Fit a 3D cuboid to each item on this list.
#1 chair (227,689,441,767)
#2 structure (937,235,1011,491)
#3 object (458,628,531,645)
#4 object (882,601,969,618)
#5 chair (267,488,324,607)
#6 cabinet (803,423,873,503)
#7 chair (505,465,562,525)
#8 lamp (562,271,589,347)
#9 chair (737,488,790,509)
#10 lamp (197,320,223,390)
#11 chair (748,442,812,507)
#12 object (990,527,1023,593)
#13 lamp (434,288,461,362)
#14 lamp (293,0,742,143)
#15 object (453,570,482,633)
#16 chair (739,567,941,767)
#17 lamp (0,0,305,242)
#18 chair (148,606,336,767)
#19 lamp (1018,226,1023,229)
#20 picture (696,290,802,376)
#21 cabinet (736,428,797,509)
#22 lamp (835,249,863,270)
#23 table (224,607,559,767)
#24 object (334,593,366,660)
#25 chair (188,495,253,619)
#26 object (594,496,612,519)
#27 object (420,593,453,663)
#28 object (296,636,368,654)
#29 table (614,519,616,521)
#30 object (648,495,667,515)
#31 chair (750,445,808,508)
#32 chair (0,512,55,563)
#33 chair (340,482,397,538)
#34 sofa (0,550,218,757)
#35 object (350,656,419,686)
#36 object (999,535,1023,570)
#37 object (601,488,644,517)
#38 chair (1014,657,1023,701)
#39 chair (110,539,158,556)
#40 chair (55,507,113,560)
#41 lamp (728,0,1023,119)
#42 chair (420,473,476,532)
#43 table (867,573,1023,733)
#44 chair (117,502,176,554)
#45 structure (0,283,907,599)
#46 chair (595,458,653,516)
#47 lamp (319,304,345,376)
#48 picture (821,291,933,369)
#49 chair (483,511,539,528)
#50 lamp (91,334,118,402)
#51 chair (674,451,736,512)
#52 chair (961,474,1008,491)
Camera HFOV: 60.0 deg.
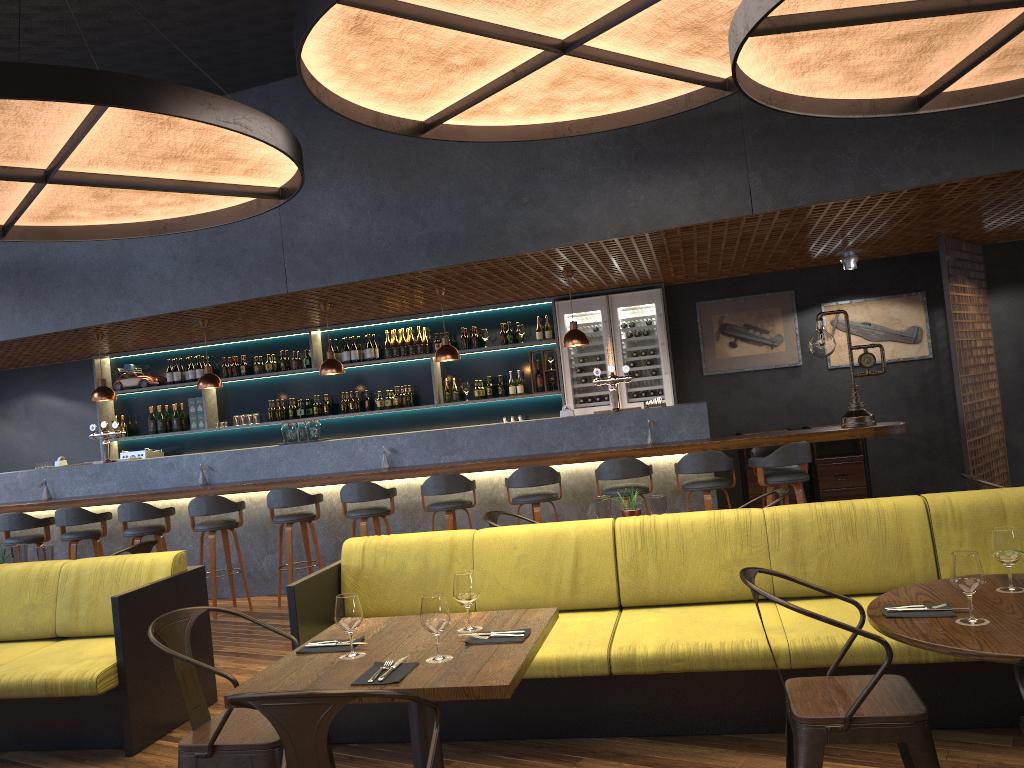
[{"bbox_3d":[-0.429,1.192,2.372,0.504,0.917,0.541,-6,-1,12],"label":"chair"},{"bbox_3d":[4.519,-0.055,8.616,0.050,2.700,1.319,-7,-2,42],"label":"structure"},{"bbox_3d":[-0.069,0.860,3.031,0.255,0.019,0.157,-6,-1,12],"label":"object"},{"bbox_3d":[1.308,0.712,2.808,0.255,0.019,0.157,-6,-2,19],"label":"object"},{"bbox_3d":[-1.865,1.416,7.794,0.483,1.048,0.438,-5,-2,-17],"label":"chair"},{"bbox_3d":[3.386,0.929,9.203,0.553,1.007,0.473,-6,-1,12],"label":"cabinet"},{"bbox_3d":[0.204,1.190,7.363,0.483,1.048,0.438,-7,-2,26],"label":"chair"},{"bbox_3d":[0.541,-0.681,8.027,0.250,0.673,0.250,-7,-2,44],"label":"lamp"},{"bbox_3d":[1.356,1.077,5.073,0.541,0.917,0.504,-6,-1,12],"label":"chair"},{"bbox_3d":[-3.020,-0.292,8.779,0.250,0.673,0.250,-7,-2,44],"label":"lamp"},{"bbox_3d":[2.127,0.978,6.905,0.483,1.048,0.438,-6,-1,4],"label":"chair"},{"bbox_3d":[1.655,0.585,2.960,0.097,0.206,0.097,-5,-2,-36],"label":"object"},{"bbox_3d":[-0.635,-0.552,8.275,0.250,0.673,0.250,-7,-2,44],"label":"lamp"},{"bbox_3d":[0.221,-2.293,4.714,2.778,1.159,2.778,-5,-2,-28],"label":"lamp"},{"bbox_3d":[-0.161,0.780,3.187,0.097,0.206,0.097,-6,-1,4],"label":"object"},{"bbox_3d":[1.060,1.050,2.858,0.541,0.917,0.504,-6,-1,12],"label":"chair"},{"bbox_3d":[-2.642,-1.812,4.919,2.778,1.475,2.778,-5,-2,-24],"label":"lamp"},{"bbox_3d":[-0.966,1.269,3.190,0.541,0.917,0.504,-6,-1,12],"label":"chair"},{"bbox_3d":[4.807,-1.383,8.123,0.228,0.172,0.228,-6,-1,12],"label":"lamp"},{"bbox_3d":[2.562,-0.549,9.609,1.039,0.809,0.028,-6,-1,12],"label":"picture"},{"bbox_3d":[2.710,1.003,9.346,0.553,1.007,0.473,-6,-1,12],"label":"cabinet"},{"bbox_3d":[3.308,-1.213,8.694,0.228,0.172,0.228,-6,-1,12],"label":"lamp"},{"bbox_3d":[-0.309,1.276,3.024,0.887,0.763,0.906,-6,-1,12],"label":"table"},{"bbox_3d":[-0.547,0.815,2.990,0.097,0.206,0.097,-6,-1,4],"label":"object"},{"bbox_3d":[-2.589,1.492,7.829,0.483,1.048,0.438,-7,-2,32],"label":"chair"},{"bbox_3d":[0.555,0.772,5.368,0.102,0.178,0.102,-5,-2,-43],"label":"object"},{"bbox_3d":[-0.243,0.779,2.838,0.097,0.206,0.097,-6,-1,12],"label":"object"},{"bbox_3d":[-0.621,0.920,3.140,0.255,0.019,0.157,-6,-1,12],"label":"object"},{"bbox_3d":[0.753,1.221,5.179,0.906,0.763,0.887,-6,-1,12],"label":"table"},{"bbox_3d":[0.848,0.735,5.117,0.102,0.178,0.102,-6,-1,-3],"label":"object"},{"bbox_3d":[2.306,0.977,7.570,0.483,1.048,0.438,-5,-2,-17],"label":"chair"},{"bbox_3d":[-4.520,1.706,8.344,0.483,1.048,0.438,-5,-2,-17],"label":"chair"},{"bbox_3d":[-1.211,1.343,7.600,0.483,1.048,0.438,-7,-2,41],"label":"chair"},{"bbox_3d":[-3.365,1.570,5.066,3.061,0.914,0.966,-6,-1,12],"label":"sofa"},{"bbox_3d":[-0.385,0.886,2.752,0.157,0.019,0.255,-6,-1,12],"label":"object"},{"bbox_3d":[1.650,0.544,2.714,0.260,0.271,0.238,-7,-2,33],"label":"object"},{"bbox_3d":[0.690,0.707,5.195,0.260,0.271,0.238,-7,-2,33],"label":"object"},{"bbox_3d":[1.533,0.982,2.116,0.504,0.917,0.541,-6,-1,12],"label":"chair"},{"bbox_3d":[-2.582,1.505,5.812,0.541,0.917,0.504,-6,-1,12],"label":"chair"},{"bbox_3d":[-3.937,1.642,8.234,0.483,1.048,0.438,-5,-2,-17],"label":"chair"},{"bbox_3d":[2.296,-2.352,3.853,2.778,1.475,2.778,-6,-2,16],"label":"lamp"},{"bbox_3d":[-0.488,1.265,7.488,0.483,1.048,0.438,-5,-2,-28],"label":"chair"},{"bbox_3d":[1.662,1.063,2.699,1.007,0.760,1.007,-5,-2,-41],"label":"table"},{"bbox_3d":[-3.288,1.569,8.018,0.483,1.048,0.438,-7,-2,41],"label":"chair"},{"bbox_3d":[-1.218,0.552,9.046,9.298,2.700,2.700,-6,-1,12],"label":"structure"},{"bbox_3d":[0.960,1.107,7.209,0.483,1.048,0.438,-5,-2,-17],"label":"chair"},{"bbox_3d":[-1.757,-0.430,8.512,0.250,0.673,0.250,-7,-2,44],"label":"lamp"},{"bbox_3d":[3.836,-0.564,9.340,1.039,0.697,0.028,-6,-1,12],"label":"picture"},{"bbox_3d":[0.145,1.209,5.329,0.541,0.917,0.504,-6,-1,12],"label":"chair"},{"bbox_3d":[-4.181,-0.165,9.024,0.250,0.673,0.250,-6,-1,-1],"label":"lamp"},{"bbox_3d":[1.552,1.041,7.016,0.483,1.048,0.438,-7,-2,41],"label":"chair"},{"bbox_3d":[2.766,0.922,4.760,0.541,0.917,0.504,-6,-1,12],"label":"chair"}]
